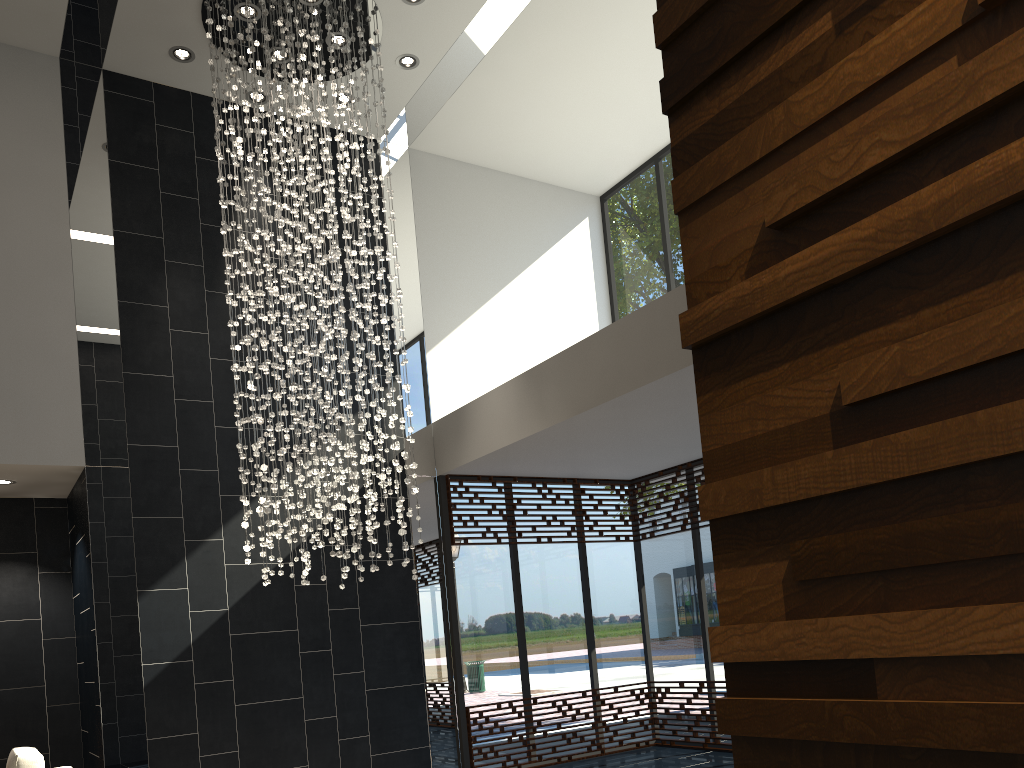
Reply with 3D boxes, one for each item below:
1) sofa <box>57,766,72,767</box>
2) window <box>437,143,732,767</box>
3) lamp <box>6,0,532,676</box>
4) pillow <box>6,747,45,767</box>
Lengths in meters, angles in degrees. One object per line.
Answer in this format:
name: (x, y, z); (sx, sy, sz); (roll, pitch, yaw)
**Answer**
sofa: (-3.709, 2.535, 4.369); (2.853, 0.662, 1.338); (5, -17, -33)
window: (1.928, -0.112, 6.042); (2.350, 5.831, 6.355); (-2, -10, -33)
lamp: (-9.552, -44.576, 3.288); (398.159, 110.498, 415.809); (-3, -15, -8)
pillow: (-2.829, 2.340, 4.979); (0.218, 0.443, 0.738); (-2, -13, -32)
